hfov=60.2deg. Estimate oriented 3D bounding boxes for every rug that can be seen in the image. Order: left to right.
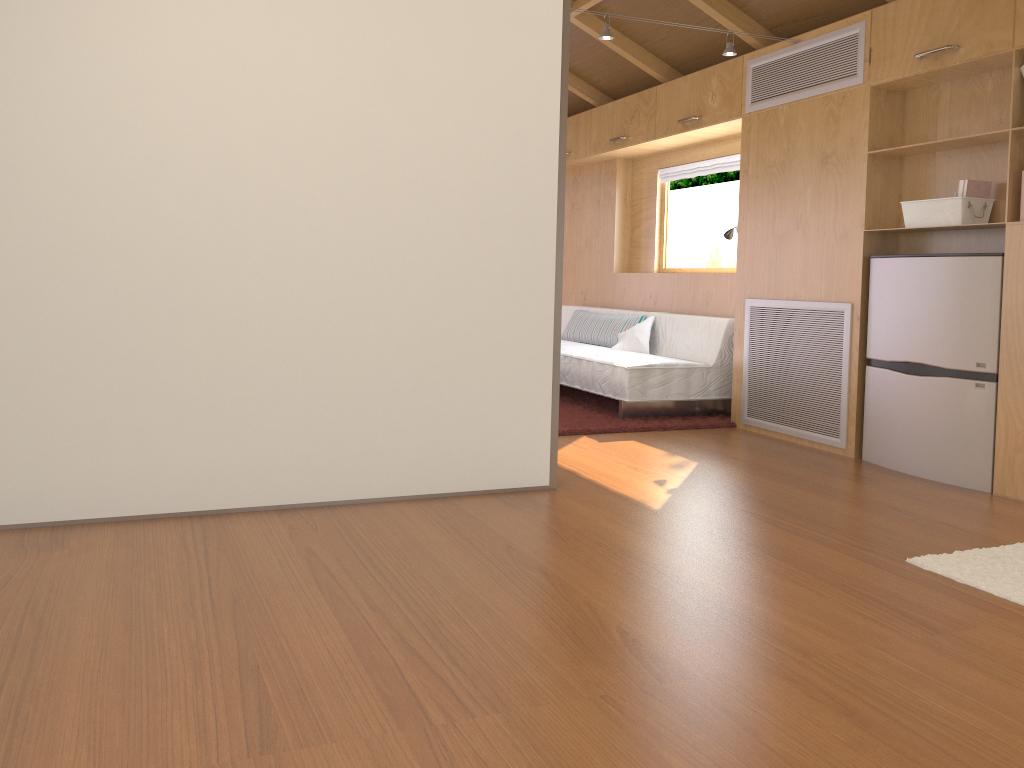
[{"bbox_3d":[0.211,0.118,6.054,1.885,0.020,2.493,-1,7,-23],"label":"rug"},{"bbox_3d":[2.343,0.750,1.154,0.917,0.011,3.741,-1,7,-23],"label":"rug"}]

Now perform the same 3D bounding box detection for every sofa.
[{"bbox_3d":[0.596,-0.216,6.320,0.862,0.626,2.367,-1,7,-23],"label":"sofa"}]

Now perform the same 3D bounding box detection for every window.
[{"bbox_3d":[1.439,-1.146,6.033,0.035,0.787,1.504,1,6,-23],"label":"window"}]

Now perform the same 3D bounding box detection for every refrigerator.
[{"bbox_3d":[1.918,-0.086,3.975,0.261,0.983,0.716,0,4,-23],"label":"refrigerator"}]

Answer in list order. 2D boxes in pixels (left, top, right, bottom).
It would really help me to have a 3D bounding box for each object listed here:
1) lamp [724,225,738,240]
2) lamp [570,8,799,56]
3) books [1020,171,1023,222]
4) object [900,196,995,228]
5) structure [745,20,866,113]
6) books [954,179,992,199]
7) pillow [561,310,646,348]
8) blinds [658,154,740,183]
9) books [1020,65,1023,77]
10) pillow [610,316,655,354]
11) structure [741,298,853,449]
[{"bbox_3d":[1.353,-0.378,5.363,0.255,1.193,0.183,4,3,43],"label":"lamp"},{"bbox_3d":[-0.246,-1.726,3.963,3.828,0.152,0.073,-1,4,-23],"label":"lamp"},{"bbox_3d":[2.727,-0.797,2.137,0.189,0.655,3.125,0,6,-23],"label":"books"},{"bbox_3d":[1.945,-0.761,3.965,0.203,0.122,0.351,-1,7,-23],"label":"object"},{"bbox_3d":[1.531,-1.660,4.687,0.013,0.299,0.907,1,6,-23],"label":"structure"},{"bbox_3d":[1.997,-0.789,3.850,0.150,0.192,0.089,0,3,-23],"label":"books"},{"bbox_3d":[0.658,-0.414,6.641,0.171,0.250,1.047,0,7,-23],"label":"pillow"},{"bbox_3d":[1.402,-1.483,6.000,0.047,0.110,1.505,0,7,-23],"label":"blinds"},{"bbox_3d":[2.172,-1.160,3.471,0.175,0.295,0.281,0,5,-23],"label":"books"},{"bbox_3d":[0.829,-0.341,6.036,0.346,0.251,0.268,5,5,31],"label":"pillow"},{"bbox_3d":[1.498,-0.085,4.724,0.013,0.718,0.823,1,5,-23],"label":"structure"}]
